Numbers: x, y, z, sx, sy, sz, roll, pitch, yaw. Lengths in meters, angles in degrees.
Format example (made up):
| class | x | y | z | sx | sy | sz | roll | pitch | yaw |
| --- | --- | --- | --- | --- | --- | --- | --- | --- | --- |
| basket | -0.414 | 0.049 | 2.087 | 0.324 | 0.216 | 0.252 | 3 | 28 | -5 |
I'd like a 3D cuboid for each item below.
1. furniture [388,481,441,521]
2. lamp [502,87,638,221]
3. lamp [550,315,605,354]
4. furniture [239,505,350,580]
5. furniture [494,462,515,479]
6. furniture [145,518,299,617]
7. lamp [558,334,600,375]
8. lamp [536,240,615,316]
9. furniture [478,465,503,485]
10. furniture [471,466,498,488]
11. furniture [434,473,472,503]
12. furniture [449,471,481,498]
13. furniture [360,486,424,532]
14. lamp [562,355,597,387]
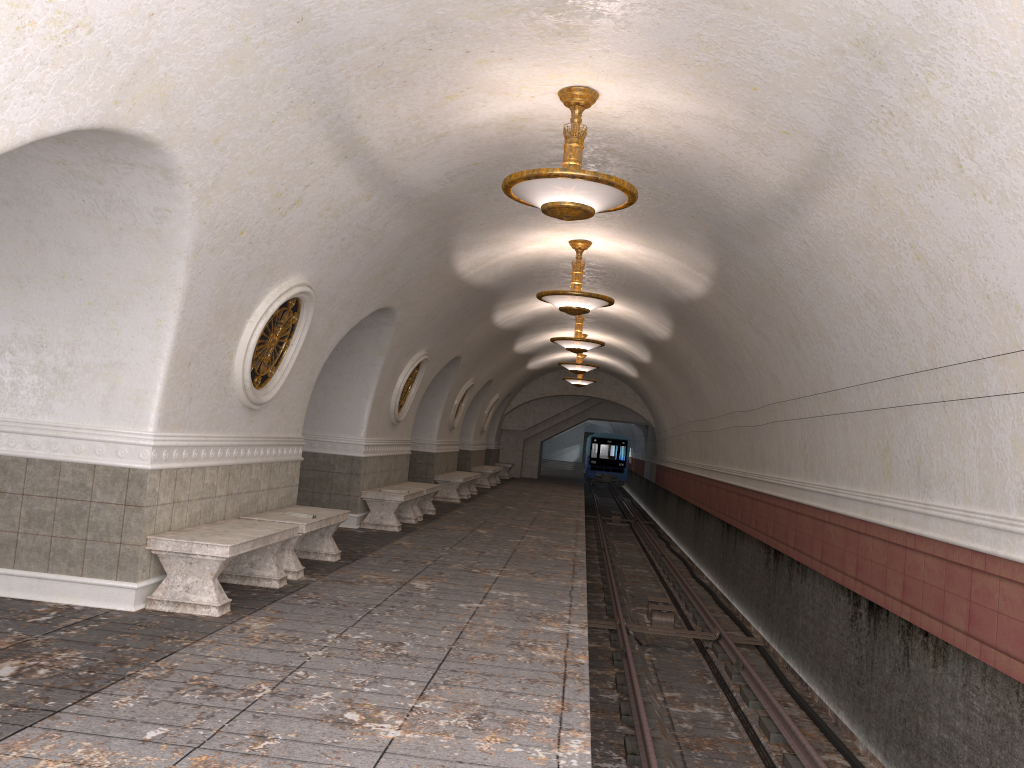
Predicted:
| class | x | y | z | sx | sy | sz | roll | pitch | yaw |
| --- | --- | --- | --- | --- | --- | --- | --- | --- | --- |
| furniture | -1.603 | 1.909 | 14.541 | 0.613 | 0.508 | 1.509 | 5 | -3 | 5 |
| lamp | 0.449 | -1.676 | 6.565 | 1.008 | 0.955 | 1.008 | 6 | -4 | -11 |
| lamp | 1.221 | -1.023 | 16.205 | 1.008 | 0.955 | 1.008 | 4 | -4 | 21 |
| furniture | -2.081 | 1.504 | 8.565 | 0.613 | 0.508 | 1.509 | 5 | -3 | 5 |
| furniture | -0.281 | 3.029 | 31.055 | 0.613 | 0.508 | 1.509 | 5 | -3 | 5 |
| furniture | -2.215 | 1.391 | 6.892 | 0.613 | 0.508 | 1.509 | 5 | -3 | 5 |
| lamp | 1.605 | -0.697 | 21.006 | 1.008 | 0.955 | 1.008 | 4 | -4 | 21 |
| lamp | 0.836 | -1.348 | 11.401 | 1.008 | 0.955 | 1.008 | 6 | -4 | -11 |
| furniture | -0.649 | 2.717 | 26.459 | 0.613 | 0.508 | 1.509 | 5 | -3 | 5 |
| furniture | -0.783 | 2.604 | 24.787 | 0.613 | 0.508 | 1.509 | 5 | -3 | 5 |
| furniture | -1.257 | 2.202 | 18.857 | 0.613 | 0.508 | 1.509 | 5 | -3 | 5 |
| furniture | -1.124 | 2.315 | 20.529 | 0.613 | 0.508 | 1.509 | 5 | -3 | 5 |
| furniture | -1.736 | 1.796 | 12.869 | 0.613 | 0.508 | 1.509 | 5 | -3 | 5 |
| lamp | 1.989 | -0.372 | 25.810 | 1.008 | 0.955 | 1.008 | 8 | -4 | -39 |
